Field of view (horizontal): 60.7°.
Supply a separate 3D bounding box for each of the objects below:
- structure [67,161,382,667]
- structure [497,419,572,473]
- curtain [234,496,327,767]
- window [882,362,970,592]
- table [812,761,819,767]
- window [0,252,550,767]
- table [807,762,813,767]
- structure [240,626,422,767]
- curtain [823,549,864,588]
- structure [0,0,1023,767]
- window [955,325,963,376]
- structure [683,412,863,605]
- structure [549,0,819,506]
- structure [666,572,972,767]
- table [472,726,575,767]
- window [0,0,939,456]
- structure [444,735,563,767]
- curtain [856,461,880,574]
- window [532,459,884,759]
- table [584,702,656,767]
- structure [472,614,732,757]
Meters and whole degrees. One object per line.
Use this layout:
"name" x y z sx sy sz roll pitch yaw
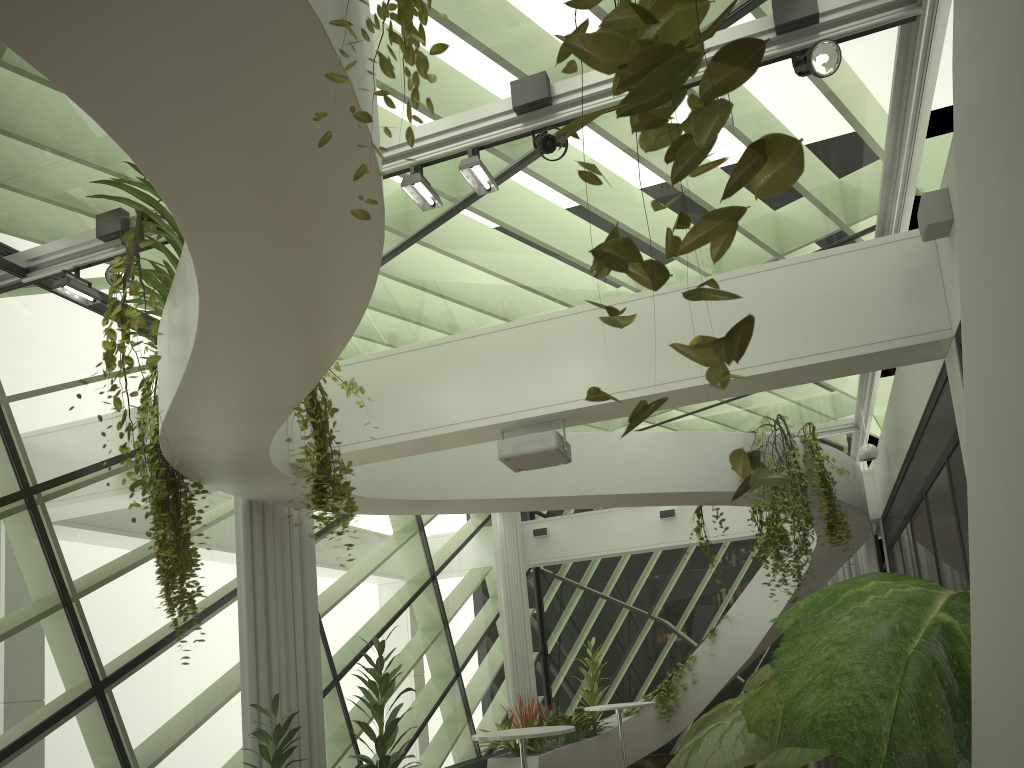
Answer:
"structure" -1.425 0.243 4.648 1.444 2.239 4.805 -1 -17 -18
"structure" 0.159 0.429 6.084 0.466 0.268 0.398 -11 -17 18
"curtain" -1.971 2.077 7.450 0.161 3.970 1.068 -8 -11 16
"window" 4.070 2.396 8.489 0.050 3.139 7.388 -8 -17 17
"table" 3.160 4.684 11.241 1.513 0.697 1.097 -11 -17 18
"window" -2.276 2.050 7.828 0.085 4.492 17.235 -8 -18 17
"table" 3.326 4.009 9.836 0.860 1.064 0.881 4 -16 -35
"structure" -1.594 2.437 5.944 0.860 1.548 3.423 -9 -17 17
"curtain" 5.141 3.546 13.751 1.239 3.970 0.163 -9 -10 18
"structure" -1.215 0.826 2.488 5.986 4.092 24.970 -12 -19 22
"window" 1.532 0.279 1.472 0.050 3.139 7.297 -8 -17 17
"structure" 2.610 1.399 8.971 1.632 2.012 1.487 -1 -13 -16
"structure" -0.016 -1.019 0.381 0.624 2.055 1.083 -11 -13 29
"structure" 2.148 2.403 5.934 1.796 1.662 9.158 -10 -19 17
"table" 0.143 3.403 7.170 0.860 1.064 0.881 4 -16 -35
"window" 0.181 -0.677 7.311 5.733 0.053 17.202 -11 -19 17
"structure" -1.713 4.176 8.083 0.261 0.488 15.571 -9 -19 17
"curtain" 5.362 3.220 12.836 0.161 3.970 1.022 -8 -11 16
"window" 3.213 3.852 14.680 5.786 4.509 0.039 -10 -11 19
"table" 1.351 4.411 10.511 0.860 1.064 0.881 4 -16 -35
"structure" 0.970 4.192 12.184 4.803 1.622 2.092 9 -21 -38
